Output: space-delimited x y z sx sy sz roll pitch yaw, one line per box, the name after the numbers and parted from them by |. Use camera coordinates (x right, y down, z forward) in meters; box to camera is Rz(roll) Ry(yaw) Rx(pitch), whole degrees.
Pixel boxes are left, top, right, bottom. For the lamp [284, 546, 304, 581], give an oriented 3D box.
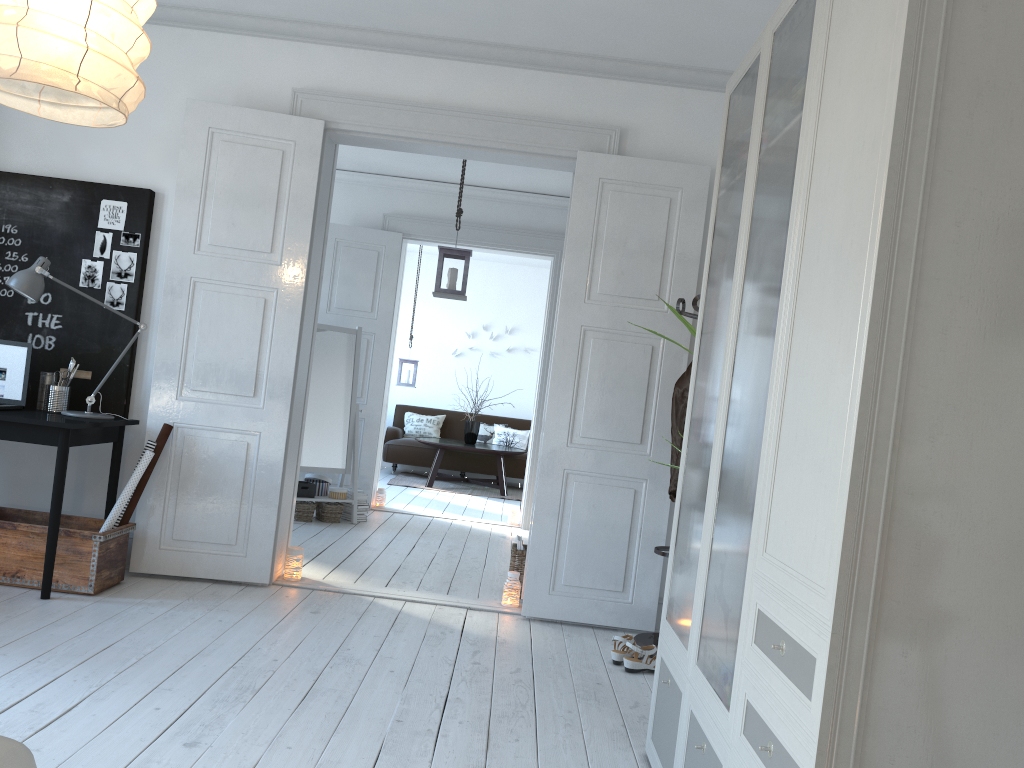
-1.135 0.936 4.618 0.089 0.166 0.089 7 0 -7 | lamp

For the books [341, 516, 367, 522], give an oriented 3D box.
-1.233 1.044 6.884 0.178 0.016 0.128 6 -1 38 | books

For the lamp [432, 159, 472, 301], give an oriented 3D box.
-0.311 -1.455 5.941 0.228 1.762 0.228 7 0 -3 | lamp

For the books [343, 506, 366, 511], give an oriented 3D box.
-1.235 0.961 6.882 0.166 0.022 0.128 6 -1 34 | books

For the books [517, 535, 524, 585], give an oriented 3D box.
0.111 1.023 4.988 0.201 0.300 0.179 7 0 0 | books

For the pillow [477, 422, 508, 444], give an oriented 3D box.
-0.310 0.648 11.063 0.473 0.347 0.158 7 0 -1 | pillow

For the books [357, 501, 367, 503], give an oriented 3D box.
-1.220 0.901 6.882 0.128 0.016 0.176 8 -1 -33 | books

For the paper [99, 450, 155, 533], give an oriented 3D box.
-1.829 0.604 4.075 0.283 0.626 0.041 7 0 -21 | paper

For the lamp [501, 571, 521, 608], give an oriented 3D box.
0.000 1.070 4.623 0.093 0.180 0.093 7 0 -17 | lamp

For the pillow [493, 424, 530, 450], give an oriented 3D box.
-0.019 0.673 10.985 0.471 0.309 0.188 7 0 1 | pillow

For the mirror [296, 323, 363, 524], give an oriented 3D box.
-1.421 0.274 6.696 0.611 1.489 0.416 7 0 -35 | mirror

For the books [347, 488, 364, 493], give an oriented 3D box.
-1.218 0.826 6.889 0.111 0.014 0.156 7 -1 -20 | books

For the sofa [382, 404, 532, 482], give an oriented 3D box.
-0.468 0.785 10.995 2.165 0.824 0.969 7 0 0 | sofa

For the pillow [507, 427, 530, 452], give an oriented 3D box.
0.179 0.712 11.096 0.542 0.288 0.183 7 0 1 | pillow

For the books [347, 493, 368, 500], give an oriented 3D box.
-1.207 0.864 6.873 0.128 0.026 0.200 7 -1 -28 | books

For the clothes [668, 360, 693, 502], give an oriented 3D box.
0.849 0.187 4.081 0.237 0.770 0.211 7 0 34 | clothes

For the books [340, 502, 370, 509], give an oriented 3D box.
-1.220 0.939 6.875 0.193 0.022 0.128 6 -1 33 | books

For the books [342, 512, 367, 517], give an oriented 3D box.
-1.233 1.010 6.879 0.128 0.016 0.180 8 -1 -45 | books

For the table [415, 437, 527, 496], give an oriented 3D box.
-0.500 0.942 10.207 1.300 0.503 1.299 7 -1 -9 | table

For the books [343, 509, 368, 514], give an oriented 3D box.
-1.229 0.982 6.878 0.186 0.017 0.132 6 -1 37 | books

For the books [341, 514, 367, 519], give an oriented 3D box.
-1.235 1.026 6.882 0.176 0.016 0.128 6 -1 41 | books

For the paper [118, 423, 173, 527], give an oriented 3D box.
-1.795 0.550 4.204 0.298 0.747 0.048 7 0 -44 | paper

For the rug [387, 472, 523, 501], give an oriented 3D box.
-0.525 1.166 10.234 1.710 0.055 1.456 7 -1 1 | rug

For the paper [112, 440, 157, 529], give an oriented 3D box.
-1.827 0.587 4.134 0.266 0.669 0.043 7 0 -44 | paper

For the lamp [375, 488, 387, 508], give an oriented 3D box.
-1.132 0.984 7.644 0.089 0.166 0.089 7 0 -1 | lamp

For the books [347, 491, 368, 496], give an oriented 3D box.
-1.211 0.843 6.876 0.132 0.017 0.186 7 -1 -27 | books

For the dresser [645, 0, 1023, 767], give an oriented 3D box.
0.853 0.131 2.140 0.630 2.163 1.432 7 0 0 | dresser

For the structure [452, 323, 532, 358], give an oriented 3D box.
-0.245 -0.533 11.455 1.025 0.478 0.085 7 0 0 | structure

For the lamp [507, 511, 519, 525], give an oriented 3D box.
0.012 1.152 7.628 0.093 0.110 0.093 7 0 17 | lamp

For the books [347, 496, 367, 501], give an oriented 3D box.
-1.218 0.885 6.879 0.128 0.016 0.180 7 -1 -29 | books

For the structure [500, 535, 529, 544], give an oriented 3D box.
0.764 -0.039 7.065 1.249 2.827 0.799 7 0 -45 | structure

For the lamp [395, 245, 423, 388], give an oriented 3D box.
-1.121 -0.842 10.237 0.228 1.762 0.228 7 0 -3 | lamp

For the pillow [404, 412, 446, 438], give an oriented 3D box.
-1.109 0.540 11.106 0.519 0.367 0.239 7 0 0 | pillow

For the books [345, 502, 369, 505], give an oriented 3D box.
-1.218 0.919 6.883 0.178 0.016 0.128 6 -1 43 | books

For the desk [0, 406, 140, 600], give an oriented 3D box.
-2.457 0.480 4.048 1.159 0.759 0.651 7 0 0 | desk
